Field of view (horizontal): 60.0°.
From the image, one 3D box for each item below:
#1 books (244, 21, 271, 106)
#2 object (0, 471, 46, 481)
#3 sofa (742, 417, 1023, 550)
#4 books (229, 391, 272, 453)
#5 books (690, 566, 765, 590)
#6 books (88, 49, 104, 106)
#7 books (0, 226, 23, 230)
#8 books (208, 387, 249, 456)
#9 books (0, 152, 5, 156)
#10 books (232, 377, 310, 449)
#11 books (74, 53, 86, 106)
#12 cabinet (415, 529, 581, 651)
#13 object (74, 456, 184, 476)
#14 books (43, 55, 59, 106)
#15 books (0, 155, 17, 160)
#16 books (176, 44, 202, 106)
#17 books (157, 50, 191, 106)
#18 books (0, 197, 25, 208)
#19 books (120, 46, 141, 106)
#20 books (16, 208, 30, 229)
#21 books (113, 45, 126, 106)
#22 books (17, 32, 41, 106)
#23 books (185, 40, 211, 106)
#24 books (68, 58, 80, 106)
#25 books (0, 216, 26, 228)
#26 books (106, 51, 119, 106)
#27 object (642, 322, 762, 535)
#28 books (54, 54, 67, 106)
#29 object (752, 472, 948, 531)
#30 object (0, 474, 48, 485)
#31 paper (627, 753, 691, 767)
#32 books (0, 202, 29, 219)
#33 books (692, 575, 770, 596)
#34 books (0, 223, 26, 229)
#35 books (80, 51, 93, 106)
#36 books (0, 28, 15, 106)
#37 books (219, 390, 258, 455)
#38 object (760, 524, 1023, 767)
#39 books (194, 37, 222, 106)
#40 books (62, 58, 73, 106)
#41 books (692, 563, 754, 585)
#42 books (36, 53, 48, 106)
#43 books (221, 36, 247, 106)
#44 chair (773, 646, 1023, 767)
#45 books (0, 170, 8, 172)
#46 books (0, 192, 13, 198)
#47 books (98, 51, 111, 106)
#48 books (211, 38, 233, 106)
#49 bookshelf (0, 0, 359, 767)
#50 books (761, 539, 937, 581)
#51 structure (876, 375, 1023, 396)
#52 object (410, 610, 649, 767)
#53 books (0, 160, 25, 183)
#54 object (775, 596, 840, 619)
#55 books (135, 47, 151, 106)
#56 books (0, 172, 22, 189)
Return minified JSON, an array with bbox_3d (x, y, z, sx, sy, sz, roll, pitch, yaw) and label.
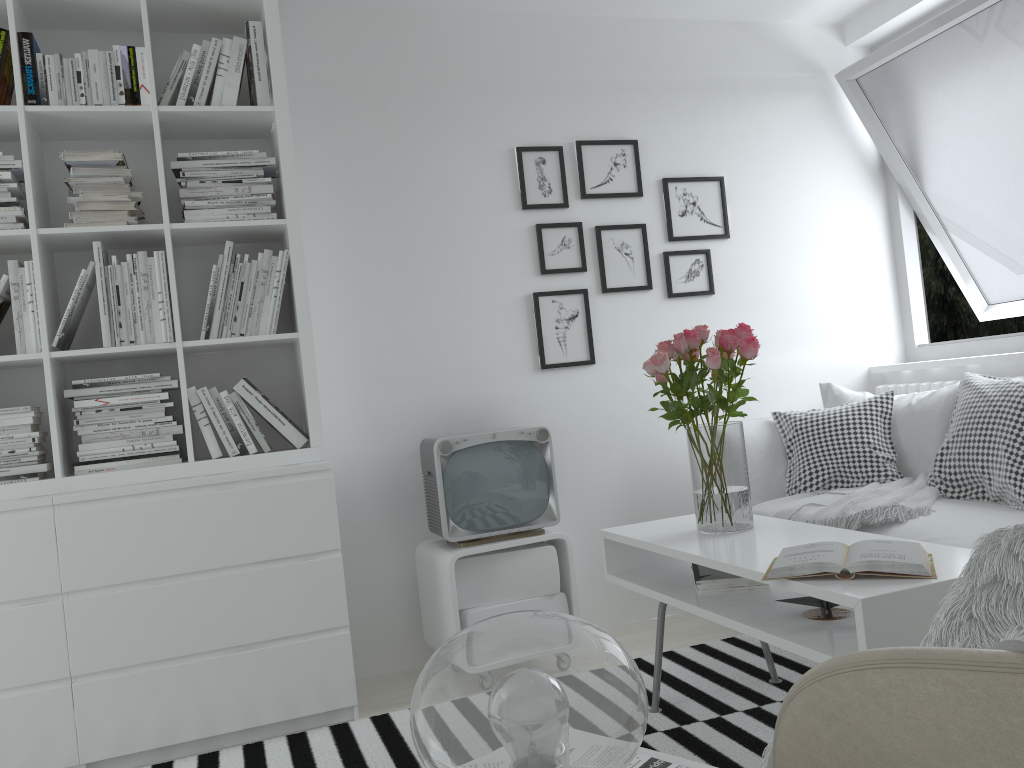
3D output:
[{"bbox_3d":[-0.869,-1.056,3.021,0.053,0.290,0.176,-6,-1,-19],"label":"books"},{"bbox_3d":[-1.601,0.294,2.726,0.285,0.012,0.159,-6,-1,-19],"label":"object"},{"bbox_3d":[1.626,0.442,2.438,0.917,0.768,2.647,-6,-1,-19],"label":"sofa"},{"bbox_3d":[-0.871,0.127,2.949,0.118,0.213,0.161,-6,-1,-19],"label":"books"},{"bbox_3d":[0.613,0.539,2.512,0.191,0.014,0.254,-6,-1,6],"label":"books"},{"bbox_3d":[-1.325,-0.954,2.841,0.030,0.184,0.134,-6,-1,-19],"label":"books"},{"bbox_3d":[-1.659,-0.455,2.741,0.288,0.016,0.182,-6,-1,-19],"label":"books"},{"bbox_3d":[-0.937,0.124,2.928,0.104,0.232,0.152,-6,-1,-19],"label":"books"},{"bbox_3d":[-1.703,-0.688,2.745,0.254,0.012,0.161,-6,-1,-19],"label":"books"},{"bbox_3d":[-0.810,0.099,2.975,0.226,0.255,0.176,-6,-1,-19],"label":"books"},{"bbox_3d":[-1.363,-0.944,2.817,0.018,0.171,0.109,-6,-1,-19],"label":"books"},{"bbox_3d":[-0.049,0.781,3.163,0.467,0.477,0.350,-6,-1,-25],"label":"cabinet"},{"bbox_3d":[-1.239,0.266,2.889,0.314,0.014,0.232,-6,-1,-19],"label":"object"},{"bbox_3d":[-1.437,-0.931,2.781,0.032,0.162,0.106,-6,-1,-19],"label":"books"},{"bbox_3d":[-1.685,-0.677,2.746,0.285,0.012,0.159,-6,-1,-19],"label":"books"},{"bbox_3d":[-1.077,-0.997,2.960,0.101,0.218,0.161,-6,-1,-19],"label":"books"},{"bbox_3d":[-1.119,-0.975,2.939,0.127,0.210,0.161,-6,-1,-19],"label":"books"},{"bbox_3d":[-1.688,-0.548,2.765,0.288,0.016,0.182,-6,-1,-19],"label":"books"},{"bbox_3d":[-1.229,-0.970,2.871,0.045,0.196,0.136,-6,-1,-19],"label":"books"},{"bbox_3d":[-1.673,-0.511,2.752,0.296,0.028,0.180,-6,-1,-24],"label":"books"},{"bbox_3d":[-1.261,-0.969,2.861,0.020,0.200,0.127,-6,-1,-19],"label":"books"},{"bbox_3d":[-1.502,-0.959,2.779,0.042,0.231,0.140,-6,-1,-19],"label":"books"},{"bbox_3d":[-1.049,-1.007,2.965,0.104,0.232,0.152,-6,-1,-19],"label":"books"},{"bbox_3d":[-1.377,-0.933,2.806,0.019,0.153,0.110,-6,-1,-19],"label":"books"},{"bbox_3d":[-1.673,-0.488,2.750,0.273,0.021,0.174,-6,-1,-19],"label":"books"},{"bbox_3d":[-1.277,-0.957,2.848,0.022,0.179,0.128,-6,-1,-19],"label":"books"},{"bbox_3d":[0.563,0.127,2.561,0.327,0.599,0.350,-6,-1,1],"label":"object"},{"bbox_3d":[-1.415,-0.935,2.796,0.020,0.167,0.120,-6,-1,-19],"label":"books"},{"bbox_3d":[1.299,0.472,3.063,0.831,0.291,0.670,-6,-1,-20],"label":"object"},{"bbox_3d":[-1.586,0.305,2.735,0.254,0.012,0.161,-6,-1,-19],"label":"object"},{"bbox_3d":[0.037,0.450,0.931,0.205,0.024,0.312,-7,-1,31],"label":"paper"},{"bbox_3d":[-1.676,-0.533,2.768,0.288,0.016,0.182,-6,-1,-14],"label":"books"},{"bbox_3d":[0.613,0.554,2.508,0.191,0.014,0.259,-6,-1,8],"label":"books"},{"bbox_3d":[-1.671,-0.469,2.754,0.288,0.016,0.182,-6,-1,-24],"label":"books"},{"bbox_3d":[-1.348,-0.948,2.832,0.022,0.178,0.128,-6,-1,-19],"label":"books"},{"bbox_3d":[-1.598,-0.957,2.759,0.118,0.251,0.170,-6,-1,-19],"label":"books"},{"bbox_3d":[-0.910,0.128,2.942,0.101,0.218,0.161,-6,-1,-19],"label":"books"},{"bbox_3d":[0.753,0.326,1.020,0.784,0.789,0.954,-6,-1,-38],"label":"object"},{"bbox_3d":[-1.018,-1.012,2.973,0.112,0.235,0.172,-6,-1,-19],"label":"books"},{"bbox_3d":[-1.395,-0.931,2.801,0.018,0.153,0.110,-6,-1,-19],"label":"books"},{"bbox_3d":[0.618,0.526,2.509,0.207,0.012,0.257,-6,-1,9],"label":"books"},{"bbox_3d":[-1.461,-0.931,2.774,0.017,0.167,0.107,-6,-1,-19],"label":"books"},{"bbox_3d":[-0.942,-1.024,3.004,0.105,0.242,0.174,-6,-1,-19],"label":"books"},{"bbox_3d":[0.767,0.431,1.011,0.719,0.941,0.776,-6,-1,-44],"label":"chair"},{"bbox_3d":[-1.699,-0.637,2.750,0.254,0.013,0.161,-6,-1,-24],"label":"books"},{"bbox_3d":[-1.694,-0.564,2.750,0.263,0.017,0.167,-6,-1,-24],"label":"books"},{"bbox_3d":[-1.298,-0.954,2.843,0.021,0.178,0.128,-6,-1,-19],"label":"books"},{"bbox_3d":[-0.981,-1.018,2.997,0.093,0.239,0.172,-6,-1,-19],"label":"books"},{"bbox_3d":[-1.431,-0.049,2.758,1.595,2.416,0.440,-6,-1,-19],"label":"bookshelf"},{"bbox_3d":[0.733,0.383,1.938,0.342,0.040,0.231,-7,-1,23],"label":"books"},{"bbox_3d":[1.972,0.287,3.148,0.206,0.660,1.655,-6,-1,-19],"label":"structure"},{"bbox_3d":[0.020,0.319,0.692,0.185,0.279,0.185,-6,-1,-25],"label":"object"},{"bbox_3d":[-1.689,-0.656,2.754,0.331,0.025,0.176,-6,-1,-19],"label":"books"},{"bbox_3d":[0.738,0.498,2.095,0.186,0.088,0.194,-6,-1,-30],"label":"object"},{"bbox_3d":[-1.189,-0.972,2.881,0.036,0.191,0.139,-6,-1,-19],"label":"books"},{"bbox_3d":[-1.686,-0.621,2.747,0.273,0.021,0.174,-6,-1,-19],"label":"books"}]
